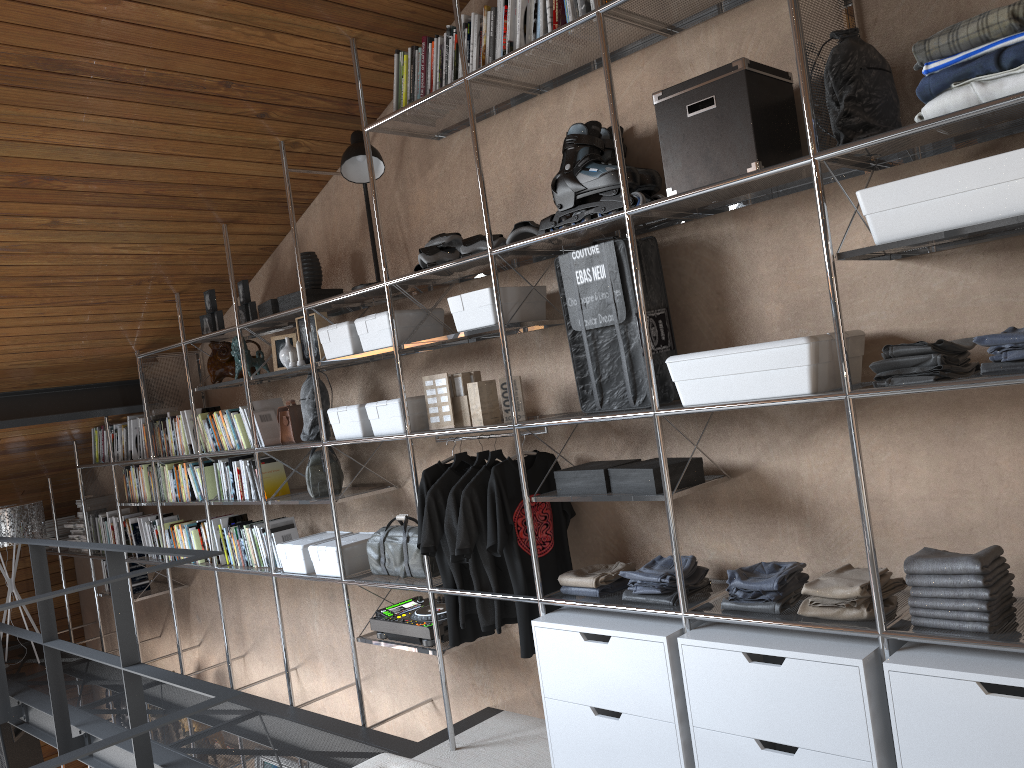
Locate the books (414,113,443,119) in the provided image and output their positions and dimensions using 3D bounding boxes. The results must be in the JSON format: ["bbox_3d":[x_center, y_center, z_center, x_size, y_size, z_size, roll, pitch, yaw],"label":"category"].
[{"bbox_3d":[-0.311,-1.110,3.280,0.073,0.229,0.148,-8,0,44],"label":"books"}]

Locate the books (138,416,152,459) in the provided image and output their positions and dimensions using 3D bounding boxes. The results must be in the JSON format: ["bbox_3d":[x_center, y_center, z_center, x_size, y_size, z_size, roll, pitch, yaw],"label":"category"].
[{"bbox_3d":[-2.100,0.306,5.221,0.075,0.244,0.191,-8,0,45],"label":"books"}]

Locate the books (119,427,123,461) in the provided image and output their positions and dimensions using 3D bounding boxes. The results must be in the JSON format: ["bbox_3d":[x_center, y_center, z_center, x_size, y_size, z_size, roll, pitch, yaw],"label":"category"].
[{"bbox_3d":[-2.306,0.354,5.365,0.068,0.203,0.131,-8,0,44],"label":"books"}]

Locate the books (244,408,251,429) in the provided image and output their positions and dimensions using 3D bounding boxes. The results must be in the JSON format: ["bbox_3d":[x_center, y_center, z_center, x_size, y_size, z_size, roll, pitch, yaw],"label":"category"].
[{"bbox_3d":[-1.202,0.204,4.272,0.079,0.192,0.127,-8,0,44],"label":"books"}]

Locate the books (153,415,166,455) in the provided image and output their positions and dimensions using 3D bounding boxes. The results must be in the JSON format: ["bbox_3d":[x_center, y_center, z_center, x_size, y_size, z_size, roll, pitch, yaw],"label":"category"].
[{"bbox_3d":[-1.950,0.290,5.007,0.010,0.231,0.129,-8,0,44],"label":"books"}]

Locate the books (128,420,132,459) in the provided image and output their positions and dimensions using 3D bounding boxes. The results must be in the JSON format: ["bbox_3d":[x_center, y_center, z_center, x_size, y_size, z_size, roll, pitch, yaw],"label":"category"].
[{"bbox_3d":[-2.188,0.319,5.231,0.073,0.229,0.148,-8,0,44],"label":"books"}]

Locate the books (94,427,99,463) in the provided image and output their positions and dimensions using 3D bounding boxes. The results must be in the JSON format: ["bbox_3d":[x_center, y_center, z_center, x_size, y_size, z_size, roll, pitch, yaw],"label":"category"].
[{"bbox_3d":[-2.578,0.381,5.668,0.077,0.229,0.169,-8,0,44],"label":"books"}]

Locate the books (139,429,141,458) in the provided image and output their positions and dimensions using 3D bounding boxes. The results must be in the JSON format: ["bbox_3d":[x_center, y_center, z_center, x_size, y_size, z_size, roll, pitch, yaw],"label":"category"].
[{"bbox_3d":[-2.112,0.334,5.181,0.057,0.178,0.131,-8,0,44],"label":"books"}]

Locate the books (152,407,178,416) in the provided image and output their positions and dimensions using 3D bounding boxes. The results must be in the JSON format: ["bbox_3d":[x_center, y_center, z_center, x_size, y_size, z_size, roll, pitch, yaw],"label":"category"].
[{"bbox_3d":[-1.951,0.272,5.032,0.020,0.268,0.143,-8,0,44],"label":"books"}]

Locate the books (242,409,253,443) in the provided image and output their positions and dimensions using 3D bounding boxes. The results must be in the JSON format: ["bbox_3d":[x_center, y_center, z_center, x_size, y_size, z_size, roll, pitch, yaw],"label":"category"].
[{"bbox_3d":[-1.215,0.206,4.274,0.079,0.192,0.127,-8,0,44],"label":"books"}]

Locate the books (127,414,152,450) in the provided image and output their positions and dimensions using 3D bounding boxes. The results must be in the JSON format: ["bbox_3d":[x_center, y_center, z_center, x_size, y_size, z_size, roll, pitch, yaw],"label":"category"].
[{"bbox_3d":[-2.225,0.314,5.308,0.088,0.264,0.143,-8,0,44],"label":"books"}]

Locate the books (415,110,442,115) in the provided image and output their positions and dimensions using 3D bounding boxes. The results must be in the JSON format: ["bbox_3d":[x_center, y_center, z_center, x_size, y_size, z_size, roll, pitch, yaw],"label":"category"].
[{"bbox_3d":[-0.302,-1.098,3.247,0.063,0.201,0.130,-8,0,44],"label":"books"}]

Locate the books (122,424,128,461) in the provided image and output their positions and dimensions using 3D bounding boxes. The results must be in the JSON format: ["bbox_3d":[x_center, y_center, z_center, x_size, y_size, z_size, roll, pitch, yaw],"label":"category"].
[{"bbox_3d":[-2.276,0.344,5.334,0.070,0.215,0.133,-8,0,45],"label":"books"}]

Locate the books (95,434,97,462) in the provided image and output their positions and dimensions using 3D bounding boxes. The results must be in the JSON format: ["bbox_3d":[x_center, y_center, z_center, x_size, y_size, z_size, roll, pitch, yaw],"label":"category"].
[{"bbox_3d":[-2.584,0.400,5.649,0.057,0.178,0.131,-8,0,44],"label":"books"}]

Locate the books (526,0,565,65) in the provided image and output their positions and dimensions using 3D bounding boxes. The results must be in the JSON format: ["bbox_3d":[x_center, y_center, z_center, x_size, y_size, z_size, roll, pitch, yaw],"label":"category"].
[{"bbox_3d":[0.116,-1.180,2.868,0.077,0.249,0.191,-8,0,45],"label":"books"}]

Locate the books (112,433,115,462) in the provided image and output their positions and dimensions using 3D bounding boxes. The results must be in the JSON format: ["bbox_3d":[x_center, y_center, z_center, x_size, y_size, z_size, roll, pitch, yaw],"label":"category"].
[{"bbox_3d":[-2.382,0.381,5.414,0.056,0.171,0.111,-8,0,44],"label":"books"}]

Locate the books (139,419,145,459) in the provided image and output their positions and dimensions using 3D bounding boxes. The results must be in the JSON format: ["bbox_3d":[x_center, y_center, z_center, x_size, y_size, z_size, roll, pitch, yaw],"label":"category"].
[{"bbox_3d":[-2.087,0.310,5.154,0.053,0.233,0.148,-8,0,44],"label":"books"}]

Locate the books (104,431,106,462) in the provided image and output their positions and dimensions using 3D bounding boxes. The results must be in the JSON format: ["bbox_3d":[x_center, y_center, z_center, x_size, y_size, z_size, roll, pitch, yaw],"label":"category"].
[{"bbox_3d":[-2.477,0.382,5.532,0.063,0.197,0.127,-8,0,44],"label":"books"}]

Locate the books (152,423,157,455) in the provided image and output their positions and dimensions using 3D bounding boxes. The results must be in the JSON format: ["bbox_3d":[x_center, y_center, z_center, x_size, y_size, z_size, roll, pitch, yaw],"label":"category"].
[{"bbox_3d":[-1.973,0.306,5.046,0.018,0.206,0.148,-8,0,44],"label":"books"}]

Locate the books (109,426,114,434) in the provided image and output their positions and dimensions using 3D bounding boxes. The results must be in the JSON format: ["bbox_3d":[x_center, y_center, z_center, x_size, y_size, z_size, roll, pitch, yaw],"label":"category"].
[{"bbox_3d":[-2.397,0.360,5.467,0.074,0.220,0.161,-8,0,44],"label":"books"}]

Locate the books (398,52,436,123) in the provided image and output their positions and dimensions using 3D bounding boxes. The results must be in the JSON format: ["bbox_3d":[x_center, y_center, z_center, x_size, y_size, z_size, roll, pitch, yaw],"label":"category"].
[{"bbox_3d":[-0.351,-1.104,3.311,0.077,0.229,0.169,-8,0,44],"label":"books"}]

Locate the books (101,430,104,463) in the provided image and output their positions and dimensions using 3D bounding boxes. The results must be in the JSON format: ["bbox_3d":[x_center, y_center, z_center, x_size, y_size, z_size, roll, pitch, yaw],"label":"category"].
[{"bbox_3d":[-2.512,0.383,5.589,0.071,0.208,0.146,-8,0,44],"label":"books"}]

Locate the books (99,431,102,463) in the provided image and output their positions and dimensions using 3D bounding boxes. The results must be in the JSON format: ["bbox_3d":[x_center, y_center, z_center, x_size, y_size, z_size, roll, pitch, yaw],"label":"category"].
[{"bbox_3d":[-2.529,0.388,5.589,0.063,0.202,0.130,-8,0,44],"label":"books"}]

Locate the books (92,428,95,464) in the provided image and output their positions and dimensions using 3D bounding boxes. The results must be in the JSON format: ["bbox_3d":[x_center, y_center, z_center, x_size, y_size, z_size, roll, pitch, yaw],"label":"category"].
[{"bbox_3d":[-2.609,0.385,5.675,0.073,0.229,0.148,-8,0,44],"label":"books"}]

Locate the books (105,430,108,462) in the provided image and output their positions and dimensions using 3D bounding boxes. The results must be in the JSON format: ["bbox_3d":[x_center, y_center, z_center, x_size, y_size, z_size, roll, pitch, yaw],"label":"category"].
[{"bbox_3d":[-2.455,0.379,5.495,0.063,0.197,0.127,-8,0,44],"label":"books"}]

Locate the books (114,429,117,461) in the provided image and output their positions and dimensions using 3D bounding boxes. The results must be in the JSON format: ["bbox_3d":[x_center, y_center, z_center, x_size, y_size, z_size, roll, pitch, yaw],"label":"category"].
[{"bbox_3d":[-2.355,0.366,5.389,0.059,0.194,0.111,-8,0,44],"label":"books"}]

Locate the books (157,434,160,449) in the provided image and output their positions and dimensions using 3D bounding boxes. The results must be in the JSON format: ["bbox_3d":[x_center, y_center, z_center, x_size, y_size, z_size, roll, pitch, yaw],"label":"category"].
[{"bbox_3d":[-1.932,0.313,5.005,0.014,0.181,0.131,-8,0,44],"label":"books"}]

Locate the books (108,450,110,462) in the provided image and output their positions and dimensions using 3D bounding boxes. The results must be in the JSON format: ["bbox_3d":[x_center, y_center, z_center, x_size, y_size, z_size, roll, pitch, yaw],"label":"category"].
[{"bbox_3d":[-2.437,0.390,5.483,0.058,0.169,0.119,-8,0,44],"label":"books"}]

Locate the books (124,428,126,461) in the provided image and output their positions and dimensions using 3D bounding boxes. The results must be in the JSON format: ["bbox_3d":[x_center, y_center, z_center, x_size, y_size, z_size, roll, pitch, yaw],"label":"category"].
[{"bbox_3d":[-2.265,0.354,5.328,0.064,0.194,0.126,-8,0,44],"label":"books"}]

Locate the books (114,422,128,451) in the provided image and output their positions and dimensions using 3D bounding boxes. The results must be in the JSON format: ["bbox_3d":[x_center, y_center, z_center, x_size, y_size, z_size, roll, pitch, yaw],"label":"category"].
[{"bbox_3d":[-2.359,0.351,5.400,0.076,0.227,0.122,-8,0,44],"label":"books"}]

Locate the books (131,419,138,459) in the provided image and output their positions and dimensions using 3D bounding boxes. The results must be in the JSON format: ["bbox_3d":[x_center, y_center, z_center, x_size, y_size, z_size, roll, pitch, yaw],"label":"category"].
[{"bbox_3d":[-2.155,0.314,5.199,0.073,0.229,0.148,-8,0,44],"label":"books"}]

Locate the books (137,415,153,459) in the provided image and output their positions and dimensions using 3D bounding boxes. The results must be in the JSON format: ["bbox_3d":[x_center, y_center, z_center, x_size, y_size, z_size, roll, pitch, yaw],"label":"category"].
[{"bbox_3d":[-2.112,0.305,5.225,0.077,0.249,0.191,-8,0,45],"label":"books"}]

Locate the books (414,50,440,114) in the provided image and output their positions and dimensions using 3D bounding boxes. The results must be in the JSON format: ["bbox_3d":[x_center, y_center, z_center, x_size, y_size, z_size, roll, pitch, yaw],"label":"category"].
[{"bbox_3d":[-0.302,-1.098,3.232,0.063,0.202,0.130,-8,0,44],"label":"books"}]

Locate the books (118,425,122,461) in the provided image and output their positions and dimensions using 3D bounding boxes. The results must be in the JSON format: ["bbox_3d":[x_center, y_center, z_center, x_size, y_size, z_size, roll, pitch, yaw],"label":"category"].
[{"bbox_3d":[-2.316,0.351,5.374,0.068,0.213,0.137,-8,0,44],"label":"books"}]

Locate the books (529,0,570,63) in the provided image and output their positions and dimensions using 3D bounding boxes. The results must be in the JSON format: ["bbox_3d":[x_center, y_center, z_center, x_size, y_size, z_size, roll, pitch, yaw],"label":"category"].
[{"bbox_3d":[0.128,-1.180,2.863,0.075,0.244,0.191,-8,0,45],"label":"books"}]

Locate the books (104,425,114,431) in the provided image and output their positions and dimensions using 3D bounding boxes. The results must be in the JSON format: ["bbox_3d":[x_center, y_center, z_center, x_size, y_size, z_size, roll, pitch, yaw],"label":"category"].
[{"bbox_3d":[-2.482,0.368,5.553,0.069,0.226,0.129,-8,0,44],"label":"books"}]

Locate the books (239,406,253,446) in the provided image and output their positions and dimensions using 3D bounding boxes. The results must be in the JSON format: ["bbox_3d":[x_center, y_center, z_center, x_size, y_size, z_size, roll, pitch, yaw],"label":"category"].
[{"bbox_3d":[-1.219,0.198,4.316,0.084,0.209,0.164,-8,0,44],"label":"books"}]

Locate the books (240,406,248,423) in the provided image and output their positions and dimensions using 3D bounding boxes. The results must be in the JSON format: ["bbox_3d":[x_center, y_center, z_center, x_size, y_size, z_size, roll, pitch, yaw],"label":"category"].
[{"bbox_3d":[-1.212,0.196,4.310,0.082,0.209,0.170,-8,0,43],"label":"books"}]

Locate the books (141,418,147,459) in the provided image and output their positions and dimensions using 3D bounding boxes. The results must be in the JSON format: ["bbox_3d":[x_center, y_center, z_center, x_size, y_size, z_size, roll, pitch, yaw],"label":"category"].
[{"bbox_3d":[-2.067,0.306,5.142,0.033,0.234,0.148,-8,0,44],"label":"books"}]

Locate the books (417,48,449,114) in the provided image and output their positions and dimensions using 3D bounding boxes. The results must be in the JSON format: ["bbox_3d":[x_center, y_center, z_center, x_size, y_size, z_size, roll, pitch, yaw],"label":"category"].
[{"bbox_3d":[-0.284,-1.103,3.231,0.071,0.208,0.146,-8,0,44],"label":"books"}]

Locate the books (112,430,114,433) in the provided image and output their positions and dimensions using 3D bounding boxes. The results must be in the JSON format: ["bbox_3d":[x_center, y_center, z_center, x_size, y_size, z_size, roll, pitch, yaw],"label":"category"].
[{"bbox_3d":[-2.389,0.370,5.431,0.059,0.194,0.111,-8,0,44],"label":"books"}]

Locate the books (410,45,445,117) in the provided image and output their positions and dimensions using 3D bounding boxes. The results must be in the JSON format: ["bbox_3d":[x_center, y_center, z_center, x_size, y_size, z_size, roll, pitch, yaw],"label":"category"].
[{"bbox_3d":[-0.307,-1.109,3.260,0.080,0.228,0.161,-8,0,44],"label":"books"}]

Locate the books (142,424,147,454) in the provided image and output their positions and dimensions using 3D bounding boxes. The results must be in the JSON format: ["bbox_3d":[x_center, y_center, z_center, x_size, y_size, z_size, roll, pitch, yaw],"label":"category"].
[{"bbox_3d":[-2.050,0.321,5.124,0.019,0.199,0.143,-8,0,44],"label":"books"}]

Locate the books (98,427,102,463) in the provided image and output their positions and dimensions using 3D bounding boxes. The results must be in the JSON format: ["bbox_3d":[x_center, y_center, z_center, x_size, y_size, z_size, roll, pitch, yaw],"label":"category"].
[{"bbox_3d":[-2.535,0.376,5.618,0.080,0.228,0.161,-8,0,44],"label":"books"}]

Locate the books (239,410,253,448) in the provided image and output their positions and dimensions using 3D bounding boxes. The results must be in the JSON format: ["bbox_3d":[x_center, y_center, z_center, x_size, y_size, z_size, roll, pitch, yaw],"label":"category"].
[{"bbox_3d":[-1.237,0.209,4.310,0.079,0.192,0.127,-8,0,44],"label":"books"}]

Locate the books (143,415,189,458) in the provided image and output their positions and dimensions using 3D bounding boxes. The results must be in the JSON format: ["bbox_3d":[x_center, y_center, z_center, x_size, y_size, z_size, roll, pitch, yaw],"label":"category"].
[{"bbox_3d":[-1.876,0.288,4.925,0.509,0.216,0.131,-8,0,44],"label":"books"}]

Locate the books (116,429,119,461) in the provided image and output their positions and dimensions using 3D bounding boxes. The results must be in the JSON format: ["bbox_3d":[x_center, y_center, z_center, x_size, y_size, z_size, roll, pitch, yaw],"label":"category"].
[{"bbox_3d":[-2.328,0.362,5.385,0.065,0.189,0.138,-8,0,44],"label":"books"}]

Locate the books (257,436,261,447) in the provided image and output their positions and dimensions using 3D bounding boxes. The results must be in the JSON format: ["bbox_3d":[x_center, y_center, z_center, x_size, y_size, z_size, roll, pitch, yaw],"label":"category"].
[{"bbox_3d":[-1.180,0.198,4.255,0.088,0.200,0.125,-8,0,44],"label":"books"}]

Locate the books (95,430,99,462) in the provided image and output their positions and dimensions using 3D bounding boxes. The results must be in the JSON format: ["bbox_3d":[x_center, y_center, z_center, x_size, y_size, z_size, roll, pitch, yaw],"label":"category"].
[{"bbox_3d":[-2.570,0.386,5.643,0.067,0.202,0.149,-8,0,44],"label":"books"}]

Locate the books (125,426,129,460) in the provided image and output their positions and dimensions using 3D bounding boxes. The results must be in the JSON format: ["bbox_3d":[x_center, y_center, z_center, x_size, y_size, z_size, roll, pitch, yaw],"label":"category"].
[{"bbox_3d":[-2.254,0.348,5.315,0.071,0.201,0.123,-8,0,44],"label":"books"}]

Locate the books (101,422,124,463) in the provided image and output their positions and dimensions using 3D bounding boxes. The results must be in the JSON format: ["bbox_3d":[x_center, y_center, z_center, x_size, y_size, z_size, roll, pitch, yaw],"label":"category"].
[{"bbox_3d":[-2.496,0.366,5.561,0.081,0.233,0.143,-8,0,44],"label":"books"}]

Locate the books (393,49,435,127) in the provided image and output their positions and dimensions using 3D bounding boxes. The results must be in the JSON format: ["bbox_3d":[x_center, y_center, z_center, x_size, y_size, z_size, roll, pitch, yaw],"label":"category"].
[{"bbox_3d":[-0.363,-1.113,3.351,0.074,0.249,0.206,-8,0,44],"label":"books"}]

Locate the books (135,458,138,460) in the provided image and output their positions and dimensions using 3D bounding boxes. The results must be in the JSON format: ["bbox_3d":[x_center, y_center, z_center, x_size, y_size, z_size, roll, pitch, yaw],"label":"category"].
[{"bbox_3d":[-2.154,0.327,5.237,0.170,0.214,0.065,-8,0,-45],"label":"books"}]
